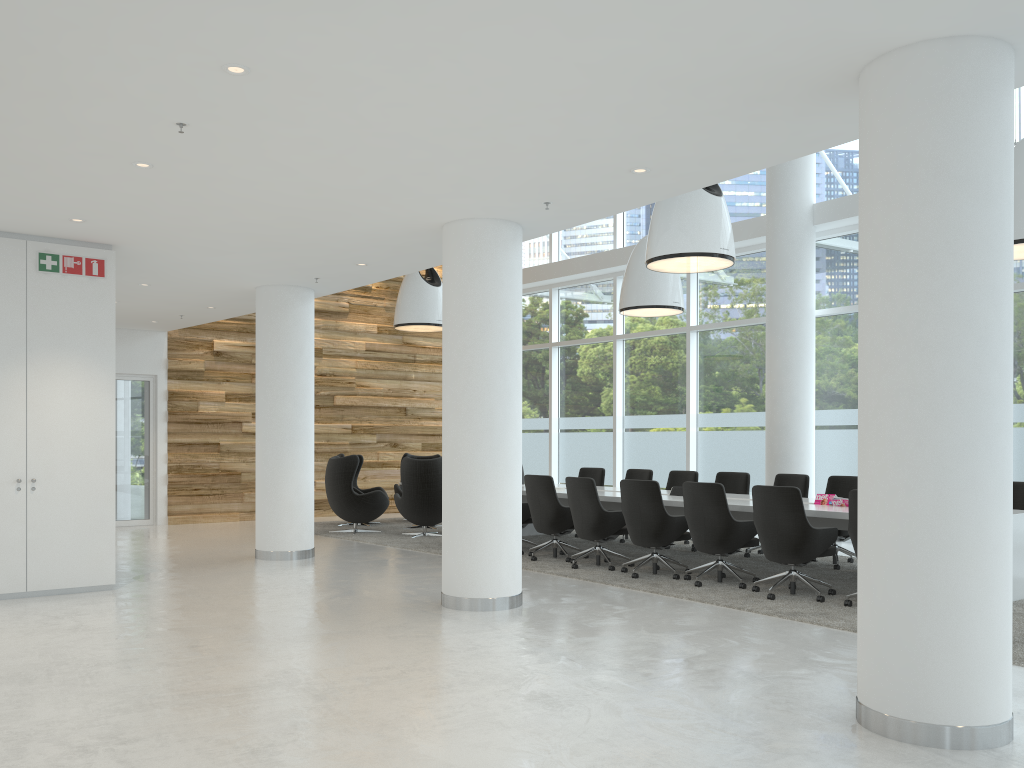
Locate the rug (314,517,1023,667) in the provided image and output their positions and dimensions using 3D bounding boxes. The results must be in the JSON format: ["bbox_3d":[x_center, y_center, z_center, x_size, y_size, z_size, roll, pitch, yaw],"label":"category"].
[{"bbox_3d":[1.666,1.996,10.011,3.942,0.010,13.456,3,-5,-38],"label":"rug"}]

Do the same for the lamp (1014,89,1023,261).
[{"bbox_3d":[4.755,-3.035,8.076,0.884,3.646,0.884,0,0,7],"label":"lamp"}]

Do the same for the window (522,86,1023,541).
[{"bbox_3d":[-14.099,-1.590,2.683,62.887,6.138,30.873,0,-4,1],"label":"window"}]

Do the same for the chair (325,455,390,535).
[{"bbox_3d":[-2.270,1.608,13.023,0.914,1.152,0.918,-1,-2,41],"label":"chair"}]

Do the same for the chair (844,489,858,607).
[{"bbox_3d":[2.994,1.311,6.992,0.674,0.966,0.685,1,-2,-44],"label":"chair"}]

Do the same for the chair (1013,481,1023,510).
[{"bbox_3d":[4.525,1.401,8.318,0.674,0.966,0.686,1,-1,-34],"label":"chair"}]

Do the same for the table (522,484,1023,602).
[{"bbox_3d":[1.999,1.615,9.841,1.501,0.739,6.560,2,-4,-39],"label":"table"}]

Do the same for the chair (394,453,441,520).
[{"bbox_3d":[-1.534,1.734,14.914,0.914,1.152,0.918,1,-1,-19],"label":"chair"}]

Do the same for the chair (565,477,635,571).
[{"bbox_3d":[0.912,1.469,9.439,0.674,0.966,0.686,1,-1,-34],"label":"chair"}]

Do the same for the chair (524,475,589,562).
[{"bbox_3d":[0.483,1.510,10.071,0.674,0.966,0.686,1,-1,-39],"label":"chair"}]

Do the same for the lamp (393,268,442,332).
[{"bbox_3d":[-1.387,-2.675,13.702,0.884,3.646,0.884,0,0,0],"label":"lamp"}]

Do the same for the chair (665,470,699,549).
[{"bbox_3d":[2.036,1.596,11.341,0.674,0.966,0.686,1,-1,-39],"label":"chair"}]

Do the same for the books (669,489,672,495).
[{"bbox_3d":[1.914,1.296,10.040,0.158,0.241,0.352,1,-2,-39],"label":"books"}]

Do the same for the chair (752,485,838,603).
[{"bbox_3d":[2.420,1.354,7.655,0.674,0.966,0.686,1,-1,-39],"label":"chair"}]

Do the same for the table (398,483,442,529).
[{"bbox_3d":[-1.358,1.880,13.743,0.799,0.696,0.800,1,-2,-14],"label":"table"}]

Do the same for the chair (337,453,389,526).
[{"bbox_3d":[-2.442,1.684,14.182,0.917,1.152,0.915,0,-1,11],"label":"chair"}]

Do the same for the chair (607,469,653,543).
[{"bbox_3d":[1.561,1.639,12.004,0.674,0.966,0.686,1,-1,-39],"label":"chair"}]

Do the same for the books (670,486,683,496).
[{"bbox_3d":[1.913,1.276,10.015,0.139,0.229,0.357,1,-2,-39],"label":"books"}]

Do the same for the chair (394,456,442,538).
[{"bbox_3d":[-1.207,1.582,12.607,0.914,1.152,0.918,1,-1,-19],"label":"chair"}]

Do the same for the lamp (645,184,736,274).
[{"bbox_3d":[1.761,-2.995,8.759,0.884,3.646,0.884,0,0,7],"label":"lamp"}]

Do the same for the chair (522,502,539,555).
[{"bbox_3d":[-0.038,1.551,10.704,0.674,0.966,0.686,1,-1,-39],"label":"chair"}]

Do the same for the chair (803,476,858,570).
[{"bbox_3d":[3.497,1.483,9.587,0.674,0.966,0.686,1,-1,-39],"label":"chair"}]

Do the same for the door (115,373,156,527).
[{"bbox_3d":[-6.438,1.024,13.684,1.806,2.401,0.132,1,0,-36],"label":"door"}]

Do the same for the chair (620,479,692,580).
[{"bbox_3d":[1.419,1.430,8.839,0.674,0.966,0.685,1,-2,-44],"label":"chair"}]

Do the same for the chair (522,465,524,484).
[{"bbox_3d":[-0.267,1.631,13.327,0.917,1.152,0.915,0,-1,11],"label":"chair"}]

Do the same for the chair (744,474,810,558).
[{"bbox_3d":[3.069,1.524,10.220,0.674,0.966,0.686,1,-1,-34],"label":"chair"}]

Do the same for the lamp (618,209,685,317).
[{"bbox_3d":[1.885,-2.784,11.961,0.884,3.646,0.884,0,0,5],"label":"lamp"}]

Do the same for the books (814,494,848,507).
[{"bbox_3d":[3.090,1.202,8.491,0.231,0.275,0.598,1,-3,-18],"label":"books"}]

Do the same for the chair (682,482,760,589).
[{"bbox_3d":[1.945,1.397,8.317,0.674,0.966,0.686,1,-1,-39],"label":"chair"}]

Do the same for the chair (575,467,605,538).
[{"bbox_3d":[0.987,1.682,12.666,0.674,0.966,0.685,1,-2,-44],"label":"chair"}]

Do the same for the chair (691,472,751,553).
[{"bbox_3d":[2.562,1.563,10.819,0.674,0.966,0.685,1,-2,-44],"label":"chair"}]

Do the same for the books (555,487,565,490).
[{"bbox_3d":[0.507,1.323,11.250,0.224,0.026,0.264,2,-4,-29],"label":"books"}]
